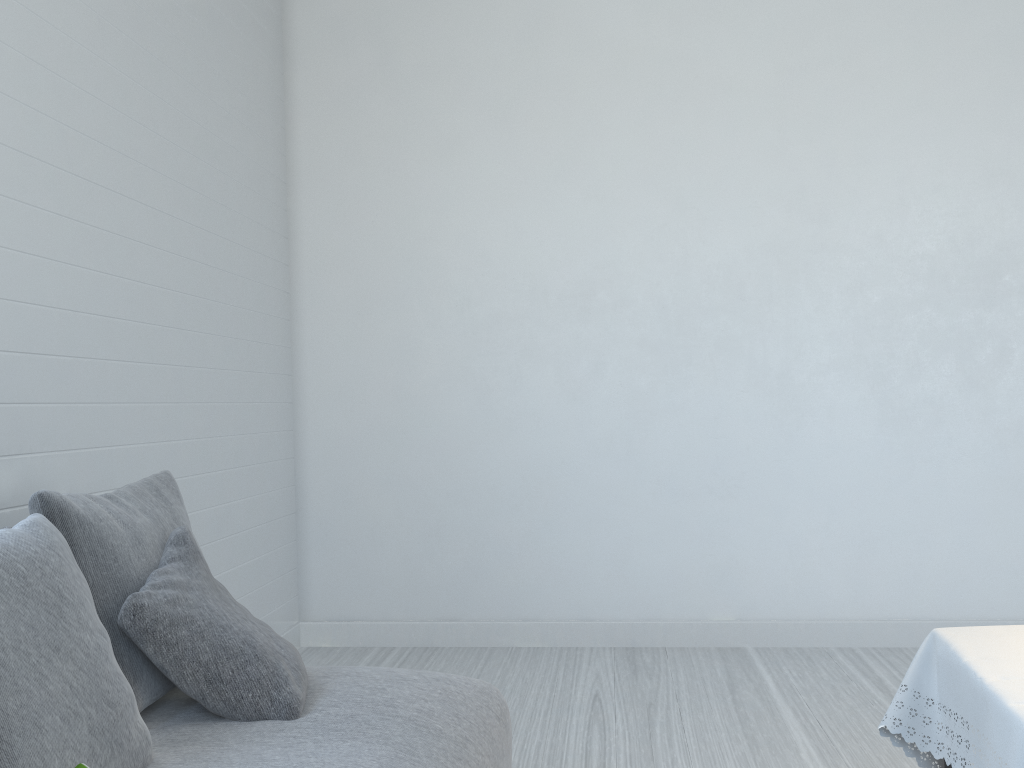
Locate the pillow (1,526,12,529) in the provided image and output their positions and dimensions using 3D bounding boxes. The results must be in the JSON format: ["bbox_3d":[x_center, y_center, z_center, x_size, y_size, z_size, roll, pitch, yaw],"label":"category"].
[{"bbox_3d":[-1.071,0.571,1.688,0.280,0.520,0.641,-2,-1,7],"label":"pillow"}]

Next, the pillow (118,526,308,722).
[{"bbox_3d":[-0.735,0.608,2.264,0.416,0.463,0.380,-2,-1,-9],"label":"pillow"}]

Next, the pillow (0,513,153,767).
[{"bbox_3d":[-0.929,0.549,1.661,0.296,0.573,0.509,-2,-1,6],"label":"pillow"}]

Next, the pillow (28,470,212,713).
[{"bbox_3d":[-0.986,0.533,2.381,0.279,0.561,0.639,-2,-1,7],"label":"pillow"}]

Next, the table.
[{"bbox_3d":[1.604,0.897,1.509,1.670,0.725,1.327,-2,-1,7],"label":"table"}]

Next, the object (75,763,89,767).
[{"bbox_3d":[-0.319,0.888,1.352,1.581,0.833,0.622,-2,-1,31],"label":"object"}]

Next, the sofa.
[{"bbox_3d":[0.329,0.886,1.014,3.394,0.899,3.408,-2,-1,6],"label":"sofa"}]
